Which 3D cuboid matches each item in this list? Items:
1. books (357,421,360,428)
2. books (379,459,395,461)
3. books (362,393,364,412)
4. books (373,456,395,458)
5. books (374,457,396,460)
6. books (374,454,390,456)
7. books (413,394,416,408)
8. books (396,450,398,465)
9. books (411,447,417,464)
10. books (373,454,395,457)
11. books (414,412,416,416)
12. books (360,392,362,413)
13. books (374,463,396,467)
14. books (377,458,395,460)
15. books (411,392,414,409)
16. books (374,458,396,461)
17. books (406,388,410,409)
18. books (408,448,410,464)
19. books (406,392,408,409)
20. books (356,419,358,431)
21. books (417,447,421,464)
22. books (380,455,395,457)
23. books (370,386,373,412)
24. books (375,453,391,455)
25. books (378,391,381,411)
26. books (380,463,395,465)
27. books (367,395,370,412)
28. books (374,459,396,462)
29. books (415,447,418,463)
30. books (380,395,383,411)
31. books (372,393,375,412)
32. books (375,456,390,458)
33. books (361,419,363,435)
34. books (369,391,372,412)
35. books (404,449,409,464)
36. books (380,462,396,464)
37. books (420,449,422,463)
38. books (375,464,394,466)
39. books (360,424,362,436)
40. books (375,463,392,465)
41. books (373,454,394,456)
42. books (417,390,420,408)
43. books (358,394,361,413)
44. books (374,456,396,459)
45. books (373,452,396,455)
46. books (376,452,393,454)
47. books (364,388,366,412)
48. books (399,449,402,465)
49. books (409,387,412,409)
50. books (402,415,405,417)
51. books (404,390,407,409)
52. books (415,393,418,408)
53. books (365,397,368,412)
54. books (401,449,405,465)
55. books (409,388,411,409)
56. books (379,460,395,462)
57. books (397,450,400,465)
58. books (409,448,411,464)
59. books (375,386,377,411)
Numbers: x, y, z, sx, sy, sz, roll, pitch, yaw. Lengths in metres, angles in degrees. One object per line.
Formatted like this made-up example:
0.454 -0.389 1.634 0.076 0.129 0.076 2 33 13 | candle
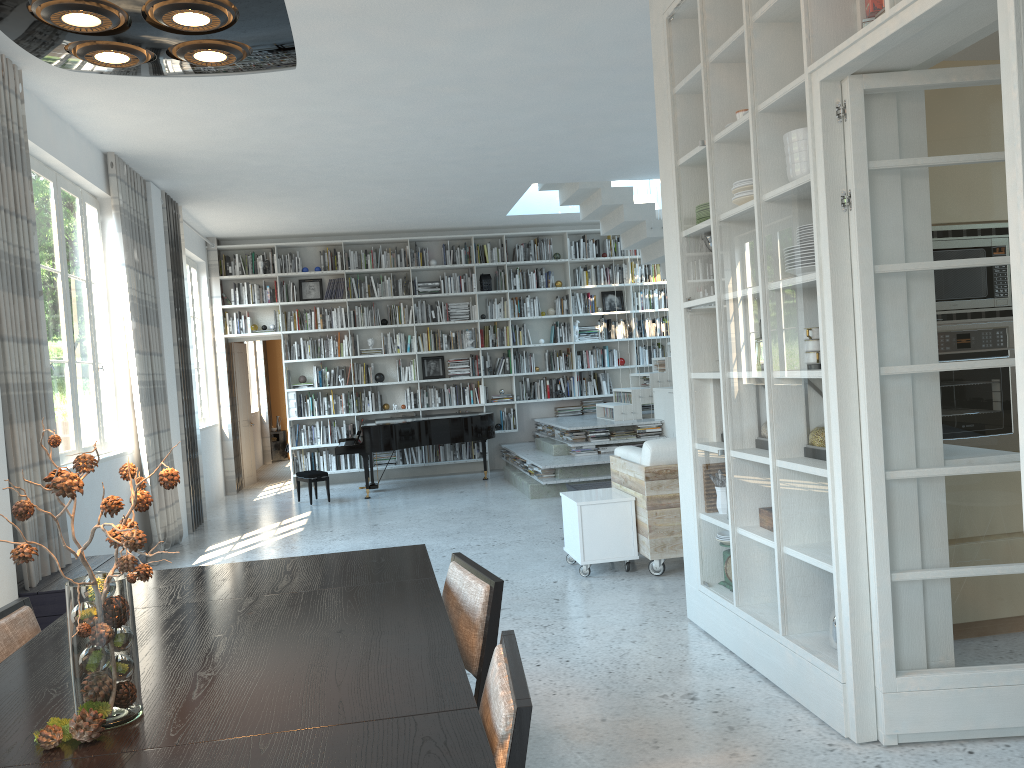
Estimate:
-2.001 0.612 11.609 0.023 0.266 0.134 -4 2 -9 | books
-1.672 0.994 11.665 0.254 0.007 0.161 -4 1 -8 | books
-1.947 0.244 11.595 0.042 0.248 0.162 -4 2 -9 | books
-1.677 0.955 11.662 0.285 0.005 0.159 -4 1 -11 | books
-1.673 0.974 11.665 0.285 0.007 0.159 -4 1 -8 | books
-1.675 0.923 11.657 0.254 0.006 0.161 -4 1 -5 | books
-1.288 0.223 11.720 0.031 0.195 0.142 -4 2 -9 | books
-1.520 0.936 11.673 0.012 0.254 0.161 -4 2 -9 | books
-1.309 0.909 11.712 0.073 0.276 0.181 -4 2 -9 | books
-1.678 0.939 11.663 0.285 0.005 0.159 -4 1 -10 | books
-1.274 0.534 11.706 0.013 0.320 0.173 -4 2 -9 | books
-1.973 0.234 11.582 0.012 0.272 0.181 -4 2 -9 | books
-1.669 1.063 11.670 0.285 0.007 0.159 -4 1 -9 | books
-1.673 0.980 11.665 0.254 0.007 0.161 -4 1 -8 | books
-1.315 0.213 11.695 0.029 0.221 0.153 -4 2 -9 | books
-1.671 0.987 11.656 0.285 0.007 0.159 -4 1 -14 | books
-1.367 0.192 11.685 0.027 0.269 0.159 -4 2 -9 | books
-1.361 0.935 11.699 0.011 0.232 0.174 -4 2 -9 | books
-1.389 0.215 11.701 0.015 0.225 0.148 -4 2 -9 | books
-2.019 0.604 11.605 0.012 0.285 0.159 -4 2 -9 | books
-1.233 0.912 11.706 0.024 0.260 0.189 -4 2 -9 | books
-1.678 0.944 11.664 0.285 0.005 0.159 -4 1 -8 | books
-1.841 0.191 11.632 0.013 0.339 0.138 -4 2 -9 | books
-1.676 0.912 11.654 0.254 0.006 0.161 -4 1 -14 | books
-1.738 0.223 11.623 0.027 0.261 0.163 -4 2 -9 | books
-1.670 1.049 11.669 0.254 0.007 0.161 -4 1 -9 | books
-1.877 0.255 11.605 0.021 0.215 0.172 -4 2 -9 | books
-1.670 1.001 11.659 0.285 0.007 0.159 -4 1 -13 | books
-1.262 0.914 11.733 0.025 0.259 0.132 -4 2 -9 | books
-1.714 0.245 11.642 0.023 0.212 0.160 -4 2 -9 | books
-1.816 0.238 11.629 0.029 0.241 0.135 -4 2 -9 | books
-1.678 0.950 11.663 0.254 0.006 0.161 -4 1 -10 | books
-1.959 0.602 11.608 0.010 0.282 0.149 -4 2 -9 | books
-1.854 0.227 11.605 0.027 0.269 0.185 -4 2 -9 | books
-1.398 0.927 11.696 0.062 0.253 0.177 -4 2 -9 | books
-1.669 1.035 11.660 0.285 0.007 0.159 -4 1 -13 | books
-1.210 0.951 11.728 0.024 0.180 0.171 -4 1 -9 | books
-1.668 1.056 11.661 0.254 0.007 0.161 -4 1 -5 | books
-1.975 0.637 11.608 0.026 0.213 0.139 -4 2 -9 | books
-1.670 1.042 11.667 0.254 0.007 0.161 -4 1 -8 | books
-1.678 0.928 11.656 0.285 0.005 0.159 -4 1 -13 | books
-1.243 0.196 11.739 0.019 0.242 0.107 -4 2 -9 | books
-1.993 0.252 11.587 0.030 0.239 0.157 -4 2 -9 | books
-1.674 0.967 11.667 0.285 0.007 0.159 -4 1 -9 | books
-1.676 0.917 11.658 0.285 0.005 0.159 -4 1 -12 | books
-1.678 0.901 11.665 0.254 0.006 0.161 -4 1 -9 | books
-1.921 0.210 11.597 0.014 0.313 0.166 -4 2 -9 | books
-1.468 0.958 11.685 0.029 0.202 0.178 -4 2 -9 | books
-1.340 0.179 11.699 0.014 0.291 0.131 -4 2 -9 | books
-1.424 0.557 11.706 0.025 0.294 0.134 -4 2 -9 | books
-1.402 0.202 11.690 0.012 0.254 0.161 -4 2 -9 | books
-1.259 0.219 11.711 0.024 0.201 0.158 -4 2 -9 | books
-1.899 0.267 11.606 0.024 0.196 0.156 -4 2 -9 | books
-1.442 0.938 11.700 0.028 0.238 0.136 -4 2 -9 | books
-1.351 0.187 11.702 0.010 0.277 0.155 -4 2 -9 | books
-1.670 1.008 11.659 0.254 0.007 0.161 -4 1 -13 | books
-1.502 0.928 11.691 0.031 0.266 0.144 -4 2 -9 | books
-1.350 0.913 11.693 0.012 0.275 0.180 -4 2 -9 | books
-1.778 0.192 11.618 0.050 0.328 0.166 -4 2 -9 | books
